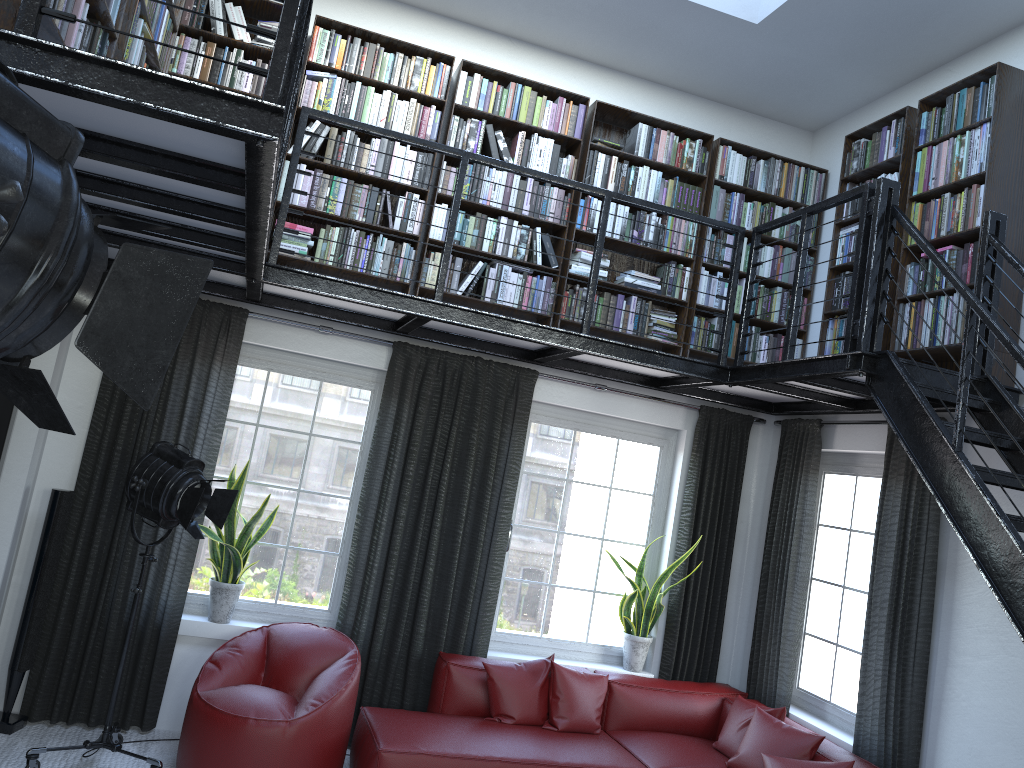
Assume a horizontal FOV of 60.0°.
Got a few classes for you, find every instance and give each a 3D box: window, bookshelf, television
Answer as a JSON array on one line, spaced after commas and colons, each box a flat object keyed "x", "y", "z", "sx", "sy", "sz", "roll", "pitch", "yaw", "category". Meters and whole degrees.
[{"x": 0.459, "y": 0.991, "z": 5.838, "sx": 1.164, "sy": 1.613, "sz": 0.132, "roll": 12, "pitch": -8, "yaw": -15, "category": "window"}, {"x": 0.329, "y": -1.177, "z": 4.247, "sx": 4.466, "sy": 1.624, "sz": 3.081, "roll": 12, "pitch": -6, "yaw": -16, "category": "bookshelf"}, {"x": 2.046, "y": 1.207, "z": 5.197, "sx": 0.133, "sy": 1.613, "sz": 1.164, "roll": 12, "pitch": -7, "yaw": -16, "category": "window"}, {"x": -2.122, "y": 0.437, "z": 2.932, "sx": 0.116, "sy": 2.438, "sz": 3.344, "roll": 12, "pitch": -7, "yaw": -16, "category": "television"}, {"x": -1.432, "y": 0.602, "z": 5.306, "sx": 1.164, "sy": 1.613, "sz": 0.132, "roll": 12, "pitch": -8, "yaw": -15, "category": "window"}]

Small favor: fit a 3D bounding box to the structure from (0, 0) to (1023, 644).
[{"x": 0.255, "y": 0.419, "z": 3.289, "sx": 4.479, "sy": 3.370, "sz": 4.604, "roll": 12, "pitch": -7, "yaw": -16, "category": "structure"}]

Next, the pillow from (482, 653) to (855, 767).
[{"x": 0.884, "y": 1.855, "z": 4.942, "sx": 1.960, "sy": 0.403, "sz": 0.977, "roll": 7, "pitch": -7, "yaw": 26, "category": "pillow"}]

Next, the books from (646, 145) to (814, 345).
[{"x": -0.057, "y": -1.188, "z": 5.562, "sx": 4.426, "sy": 1.419, "sz": 0.226, "roll": 12, "pitch": -8, "yaw": -15, "category": "books"}]

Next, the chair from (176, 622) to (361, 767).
[{"x": -1.225, "y": 1.643, "z": 4.548, "sx": 0.832, "sy": 0.715, "sz": 0.825, "roll": 5, "pitch": -8, "yaw": 35, "category": "chair"}]

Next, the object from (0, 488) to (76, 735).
[{"x": -2.496, "y": 1.160, "z": 4.614, "sx": 0.157, "sy": 1.227, "sz": 0.156, "roll": 10, "pitch": -8, "yaw": 0, "category": "object"}]

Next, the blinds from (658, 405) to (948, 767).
[{"x": 1.737, "y": 1.360, "z": 5.235, "sx": 0.525, "sy": 2.391, "sz": 1.749, "roll": 15, "pitch": -9, "yaw": -33, "category": "blinds"}]

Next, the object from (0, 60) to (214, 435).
[{"x": -0.739, "y": 0.381, "z": 0.931, "sx": 0.612, "sy": 1.586, "sz": 0.541, "roll": 6, "pitch": -9, "yaw": 28, "category": "object"}]

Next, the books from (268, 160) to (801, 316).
[{"x": 0.265, "y": -0.967, "z": 5.652, "sx": 3.384, "sy": 1.127, "sz": 0.240, "roll": 12, "pitch": -8, "yaw": -15, "category": "books"}]

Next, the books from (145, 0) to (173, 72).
[{"x": -1.500, "y": -1.679, "z": 3.292, "sx": 0.314, "sy": 1.429, "sz": 2.201, "roll": 12, "pitch": -7, "yaw": -15, "category": "books"}]

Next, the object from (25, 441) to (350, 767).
[{"x": -0.923, "y": 1.287, "z": 4.921, "sx": 2.893, "sy": 1.586, "sz": 0.753, "roll": 14, "pitch": -8, "yaw": -31, "category": "object"}]

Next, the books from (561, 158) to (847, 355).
[{"x": 0.068, "y": -1.217, "z": 5.093, "sx": 4.427, "sy": 1.436, "sz": 1.282, "roll": 12, "pitch": -7, "yaw": -14, "category": "books"}]

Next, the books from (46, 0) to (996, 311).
[{"x": 0.463, "y": -1.262, "z": 3.868, "sx": 4.367, "sy": 1.415, "sz": 2.200, "roll": 12, "pitch": -7, "yaw": -16, "category": "books"}]

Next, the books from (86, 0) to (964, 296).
[{"x": 0.344, "y": -1.120, "z": 4.137, "sx": 4.326, "sy": 1.145, "sz": 1.595, "roll": 12, "pitch": -7, "yaw": -16, "category": "books"}]

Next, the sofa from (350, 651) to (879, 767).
[{"x": 0.712, "y": 1.962, "z": 3.915, "sx": 2.536, "sy": 0.659, "sz": 3.272, "roll": 12, "pitch": -6, "yaw": -16, "category": "sofa"}]

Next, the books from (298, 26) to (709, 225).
[{"x": -0.014, "y": -1.468, "z": 5.608, "sx": 2.631, "sy": 0.832, "sz": 0.213, "roll": 12, "pitch": -8, "yaw": -15, "category": "books"}]

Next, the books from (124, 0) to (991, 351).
[{"x": 0.325, "y": -1.234, "z": 4.387, "sx": 4.374, "sy": 1.411, "sz": 1.167, "roll": 12, "pitch": -7, "yaw": -15, "category": "books"}]

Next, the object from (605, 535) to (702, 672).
[{"x": 0.859, "y": 1.376, "z": 5.633, "sx": 0.551, "sy": 0.944, "sz": 0.525, "roll": 14, "pitch": -8, "yaw": -27, "category": "object"}]

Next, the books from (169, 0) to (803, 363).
[{"x": -0.058, "y": -1.177, "z": 5.556, "sx": 4.432, "sy": 1.403, "sz": 0.241, "roll": 12, "pitch": -8, "yaw": -15, "category": "books"}]

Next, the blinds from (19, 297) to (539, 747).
[{"x": -1.207, "y": 0.831, "z": 5.131, "sx": 2.503, "sy": 2.397, "sz": 0.125, "roll": 12, "pitch": -8, "yaw": -15, "category": "blinds"}]

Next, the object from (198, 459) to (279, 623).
[{"x": -1.661, "y": 0.860, "z": 4.949, "sx": 0.553, "sy": 0.944, "sz": 0.523, "roll": 11, "pitch": -7, "yaw": -5, "category": "object"}]
